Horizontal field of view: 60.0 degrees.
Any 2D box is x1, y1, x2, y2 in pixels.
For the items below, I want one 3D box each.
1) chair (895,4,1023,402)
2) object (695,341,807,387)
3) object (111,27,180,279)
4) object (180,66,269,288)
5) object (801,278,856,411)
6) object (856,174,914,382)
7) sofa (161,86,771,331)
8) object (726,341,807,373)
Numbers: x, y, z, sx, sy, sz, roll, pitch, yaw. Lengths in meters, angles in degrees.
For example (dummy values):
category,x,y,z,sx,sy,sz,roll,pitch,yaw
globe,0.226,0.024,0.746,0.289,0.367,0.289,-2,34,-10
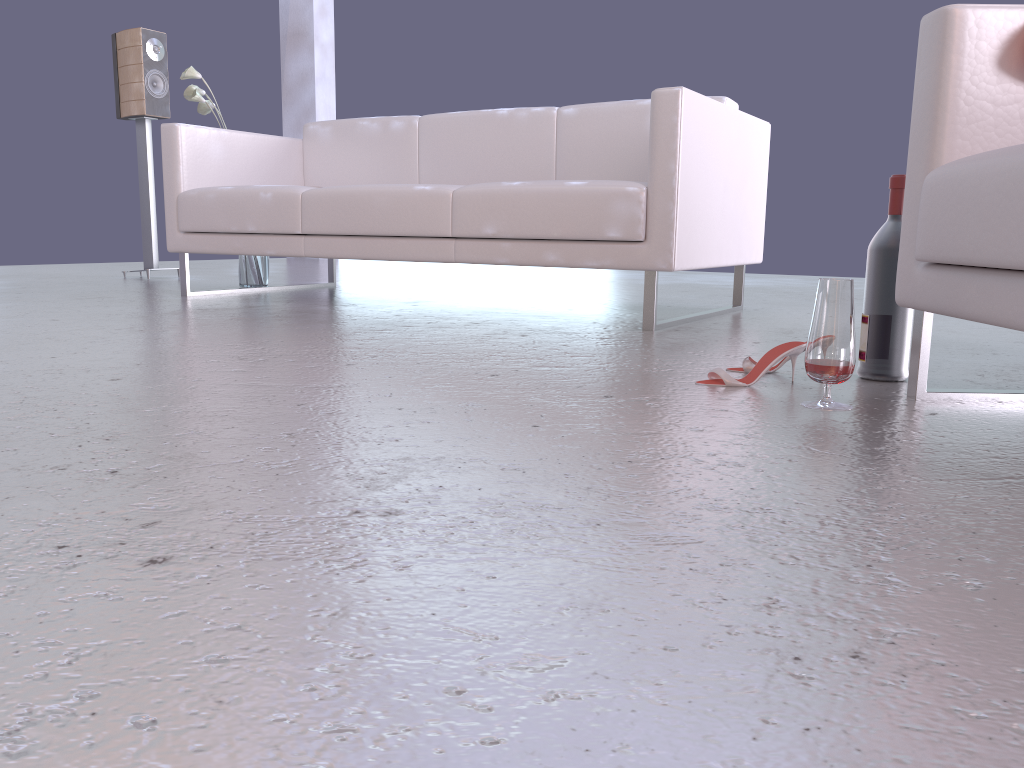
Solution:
category,x,y,z,sx,sy,sz,roll,pitch,yaw
chair,1.245,-0.294,1.265,1.026,0.808,0.936,1,10,1
object,0.499,-0.043,1.844,0.235,0.087,0.079,0,10,-2
object,-2.112,-1.298,5.094,0.333,1.363,0.243,8,12,36
object,-1.459,-1.026,4.500,0.387,1.051,0.400,-3,11,-21
object,0.578,-0.073,1.605,0.091,0.233,0.091,-5,12,-31
object,0.814,-0.226,1.906,0.109,0.435,0.109,-5,12,-32
sofa,-0.259,-0.749,3.686,2.353,0.824,1.026,7,11,30
object,0.606,-0.070,2.005,0.235,0.087,0.079,2,10,8
